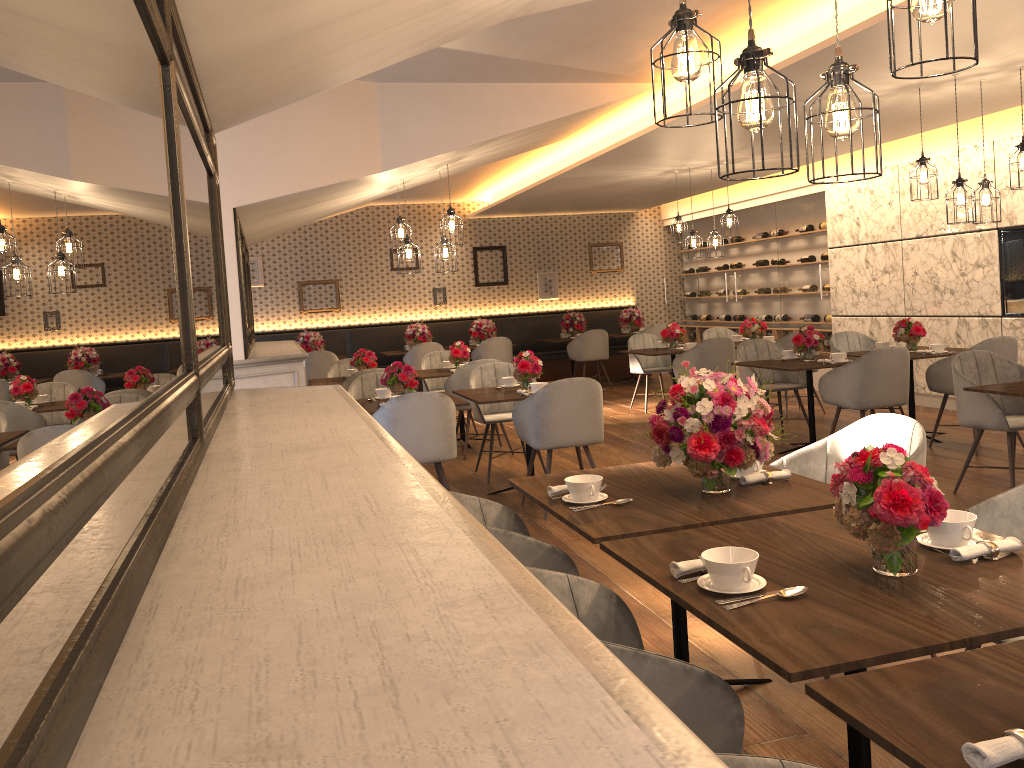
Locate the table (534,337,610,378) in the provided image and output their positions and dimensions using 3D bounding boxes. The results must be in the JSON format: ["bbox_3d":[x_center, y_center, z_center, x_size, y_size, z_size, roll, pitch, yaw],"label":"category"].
[{"bbox_3d":[0.910,-0.324,13.288,0.897,0.719,0.898,-5,4,-15],"label":"table"}]

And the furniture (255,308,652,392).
[{"bbox_3d":[-1.263,-0.368,13.348,7.096,1.079,0.542,-5,3,-15],"label":"furniture"}]

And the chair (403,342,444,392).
[{"bbox_3d":[-1.163,-0.140,12.021,0.565,0.870,0.527,-5,3,-15],"label":"chair"}]

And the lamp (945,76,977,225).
[{"bbox_3d":[2.903,-2.092,5.808,0.175,2.066,0.175,-4,2,-14],"label":"lamp"}]

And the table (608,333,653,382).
[{"bbox_3d":[1.833,-0.409,13.542,0.897,0.719,0.898,-5,4,-15],"label":"table"}]

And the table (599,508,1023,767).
[{"bbox_3d":[0.807,0.776,2.067,0.897,0.719,0.898,-5,4,-15],"label":"table"}]

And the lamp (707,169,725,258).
[{"bbox_3d":[2.173,-2.420,9.671,0.175,2.066,0.175,-4,2,-14],"label":"lamp"}]

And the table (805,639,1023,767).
[{"bbox_3d":[1.057,0.848,1.162,0.897,0.719,0.898,-5,4,-15],"label":"table"}]

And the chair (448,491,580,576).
[{"bbox_3d":[-0.085,0.686,2.815,0.527,0.870,0.566,-5,3,-15],"label":"chair"}]

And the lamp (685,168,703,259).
[{"bbox_3d":[1.893,-2.381,9.463,0.175,2.066,0.175,-4,2,-14],"label":"lamp"}]

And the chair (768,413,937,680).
[{"bbox_3d":[1.187,0.566,3.183,0.527,0.870,0.566,-5,3,-15],"label":"chair"}]

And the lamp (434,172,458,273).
[{"bbox_3d":[-0.609,-1.957,7.299,0.175,2.066,0.175,-4,2,-14],"label":"lamp"}]

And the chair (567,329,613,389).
[{"bbox_3d":[1.121,-0.351,12.649,0.565,0.870,0.527,-5,3,-15],"label":"chair"}]

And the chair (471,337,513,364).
[{"bbox_3d":[-0.241,-0.225,12.275,0.565,0.870,0.527,-5,3,-15],"label":"chair"}]

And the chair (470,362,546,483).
[{"bbox_3d":[-0.052,0.277,6.992,0.565,0.870,0.527,-5,3,-15],"label":"chair"}]

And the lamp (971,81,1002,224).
[{"bbox_3d":[3.182,-2.130,6.015,0.175,2.066,0.175,-4,2,-14],"label":"lamp"}]

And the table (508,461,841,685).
[{"bbox_3d":[0.557,0.704,2.972,0.897,0.719,0.898,-5,4,-15],"label":"table"}]

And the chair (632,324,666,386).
[{"bbox_3d":[2.044,-0.436,12.902,0.565,0.870,0.527,-5,3,-15],"label":"chair"}]

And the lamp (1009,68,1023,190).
[{"bbox_3d":[3.257,-2.298,5.691,0.175,2.066,0.175,-4,2,-14],"label":"lamp"}]

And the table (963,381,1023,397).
[{"bbox_3d":[3.099,0.373,4.657,0.897,0.719,0.898,-5,4,-15],"label":"table"}]

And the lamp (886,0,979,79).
[{"bbox_3d":[0.863,-1.723,1.913,0.175,2.066,0.175,-4,2,-14],"label":"lamp"}]

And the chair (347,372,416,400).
[{"bbox_3d":[-0.974,0.362,6.739,0.565,0.870,0.527,-5,3,-15],"label":"chair"}]

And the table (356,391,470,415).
[{"bbox_3d":[-0.801,0.488,6.107,0.897,0.719,0.898,-5,4,-15],"label":"table"}]

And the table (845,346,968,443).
[{"bbox_3d":[3.336,0.091,7.395,0.897,0.719,0.898,-5,4,-15],"label":"table"}]

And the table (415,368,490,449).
[{"bbox_3d":[-0.497,0.225,8.600,0.897,0.719,0.898,-5,4,-15],"label":"table"}]

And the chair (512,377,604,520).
[{"bbox_3d":[0.332,0.375,5.721,0.565,0.870,0.527,-5,3,-15],"label":"chair"}]

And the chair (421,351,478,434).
[{"bbox_3d":[-0.670,0.099,9.232,0.565,0.870,0.527,-5,3,-15],"label":"chair"}]

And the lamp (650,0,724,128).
[{"bbox_3d":[0.409,-1.735,2.338,0.175,2.066,0.175,-4,2,-14],"label":"lamp"}]

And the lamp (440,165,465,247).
[{"bbox_3d":[-0.534,-2.124,6.974,0.175,2.066,0.175,-4,2,-14],"label":"lamp"}]

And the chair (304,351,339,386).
[{"bbox_3d":[-2.525,-0.014,11.647,0.565,0.870,0.527,-5,3,-15],"label":"chair"}]

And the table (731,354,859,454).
[{"bbox_3d":[2.413,0.176,7.142,0.897,0.719,0.898,-5,4,-15],"label":"table"}]

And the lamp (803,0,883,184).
[{"bbox_3d":[0.789,-1.556,2.237,0.175,2.066,0.175,-4,2,-14],"label":"lamp"}]

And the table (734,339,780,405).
[{"bbox_3d":[2.676,-0.098,9.783,0.897,0.719,0.898,-5,4,-15],"label":"table"}]

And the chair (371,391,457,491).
[{"bbox_3d":[-0.591,0.461,5.467,0.565,0.870,0.527,-5,3,-15],"label":"chair"}]

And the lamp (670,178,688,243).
[{"bbox_3d":[1.793,-2.599,9.772,0.175,2.066,0.175,-4,2,-14],"label":"lamp"}]

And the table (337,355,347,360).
[{"bbox_3d":[-2.736,0.013,12.287,0.897,0.719,0.898,-5,4,-15],"label":"table"}]

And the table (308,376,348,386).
[{"bbox_3d":[-1.420,0.311,8.347,0.897,0.719,0.898,-5,4,-15],"label":"table"}]

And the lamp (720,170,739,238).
[{"bbox_3d":[2.247,-2.587,9.346,0.175,2.066,0.175,-4,2,-14],"label":"lamp"}]

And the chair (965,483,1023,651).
[{"bbox_3d":[1.437,0.638,2.278,0.527,0.870,0.566,-5,3,-15],"label":"chair"}]

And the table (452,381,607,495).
[{"bbox_3d":[0.121,0.403,6.360,0.897,0.719,0.898,-5,4,-15],"label":"table"}]

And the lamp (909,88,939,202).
[{"bbox_3d":[2.803,-2.309,6.117,0.175,2.066,0.175,-4,2,-14],"label":"lamp"}]

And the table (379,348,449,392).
[{"bbox_3d":[-1.374,-0.113,12.661,0.897,0.719,0.898,-5,4,-15],"label":"table"}]

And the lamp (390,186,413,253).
[{"bbox_3d":[-0.988,-2.136,7.400,0.175,2.066,0.175,-4,2,-14],"label":"lamp"}]

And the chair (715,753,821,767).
[{"bbox_3d":[0.415,0.829,1.005,0.527,0.870,0.566,-5,3,-15],"label":"chair"}]

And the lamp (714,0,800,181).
[{"bbox_3d":[0.510,-1.517,2.029,0.175,2.066,0.175,-4,2,-14],"label":"lamp"}]

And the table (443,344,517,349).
[{"bbox_3d":[-0.451,-0.198,12.914,0.897,0.719,0.898,-5,4,-15],"label":"table"}]

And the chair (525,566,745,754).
[{"bbox_3d":[0.165,0.757,1.910,0.527,0.870,0.566,-5,3,-15],"label":"chair"}]

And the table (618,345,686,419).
[{"bbox_3d":[1.753,-0.013,9.530,0.897,0.719,0.898,-5,4,-15],"label":"table"}]

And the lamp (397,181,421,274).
[{"bbox_3d":[-0.888,-1.918,7.091,0.175,2.066,0.175,-4,2,-14],"label":"lamp"}]

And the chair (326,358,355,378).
[{"bbox_3d":[-1.593,0.184,8.978,0.565,0.870,0.527,-5,3,-15],"label":"chair"}]
